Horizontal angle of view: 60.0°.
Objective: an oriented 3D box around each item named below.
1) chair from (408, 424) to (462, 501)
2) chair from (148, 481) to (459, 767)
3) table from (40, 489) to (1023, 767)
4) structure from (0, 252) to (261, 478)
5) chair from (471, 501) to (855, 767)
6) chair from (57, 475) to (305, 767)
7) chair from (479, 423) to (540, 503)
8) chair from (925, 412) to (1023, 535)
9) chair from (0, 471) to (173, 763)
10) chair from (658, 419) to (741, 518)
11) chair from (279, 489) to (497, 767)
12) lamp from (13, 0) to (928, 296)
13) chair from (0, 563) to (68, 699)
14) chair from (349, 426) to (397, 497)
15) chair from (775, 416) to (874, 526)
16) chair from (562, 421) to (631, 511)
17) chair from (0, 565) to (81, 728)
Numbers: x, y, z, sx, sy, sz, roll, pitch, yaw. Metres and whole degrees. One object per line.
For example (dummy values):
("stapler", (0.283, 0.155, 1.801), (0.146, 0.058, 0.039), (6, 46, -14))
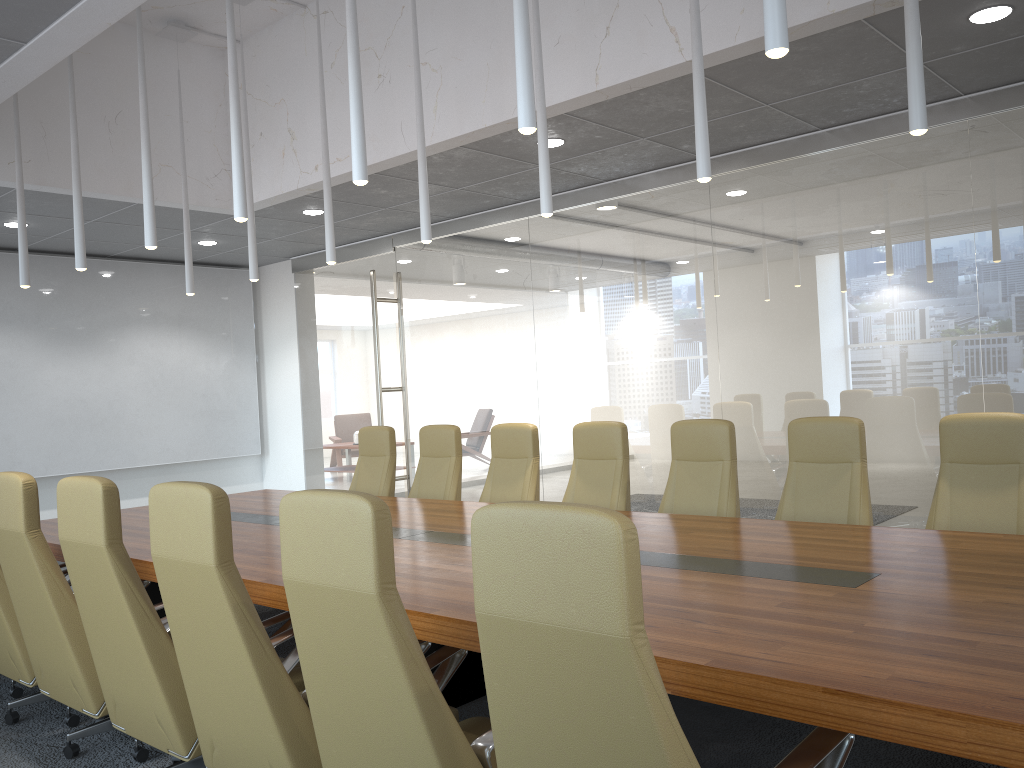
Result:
("chair", (-0.842, 1.045, 6.884), (0.711, 1.406, 0.955), (-3, 0, 42))
("chair", (-0.781, 1.021, 3.342), (0.711, 1.406, 0.955), (-3, 0, 42))
("table", (-0.497, 1.270, 4.836), (6.500, 0.895, 2.300), (-3, 0, 42))
("structure", (-0.560, -0.490, 4.890), (13.989, 2.466, 6.600), (-3, 0, 42))
("chair", (0.407, 0.950, 2.281), (0.711, 1.406, 0.955), (-3, 0, 42))
("chair", (-1.380, 1.057, 3.877), (0.711, 1.406, 0.955), (-3, 0, 42))
("chair", (-0.239, 1.009, 6.346), (0.711, 1.406, 0.955), (-3, 0, 42))
("chair", (2.195, 0.863, 4.265), (0.711, 1.406, 0.955), (-3, 0, 42))
("chair", (-1.987, 1.094, 4.418), (0.711, 1.406, 0.955), (-3, 0, 42))
("chair", (0.950, 0.938, 5.285), (0.711, 1.406, 0.955), (-3, 0, 42))
("chair", (-0.178, 0.985, 2.803), (0.711, 1.406, 0.955), (-3, 0, 42))
("lamp", (-0.681, -2.086, 4.856), (7.258, 2.378, 2.619), (-3, 0, 42))
("chair", (-3.159, 1.164, 5.465), (0.711, 1.406, 0.955), (-3, 0, 42))
("chair", (-1.438, 1.081, 7.417), (0.711, 1.406, 0.955), (-3, 0, 42))
("chair", (1.543, 0.902, 4.755), (0.711, 1.406, 0.955), (-3, 0, 42))
("chair", (0.353, 0.973, 5.817), (0.711, 1.406, 0.955), (-3, 0, 42))
("chair", (-2.565, 1.128, 4.935), (0.711, 1.406, 0.955), (-3, 0, 42))
